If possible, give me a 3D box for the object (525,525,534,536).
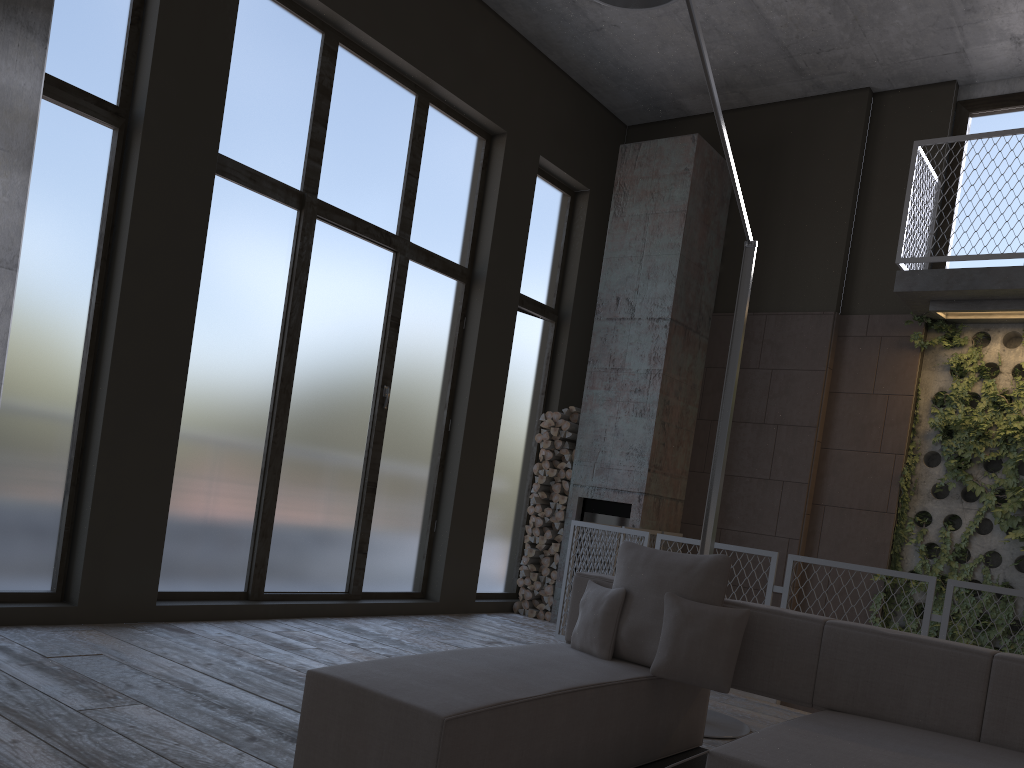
[{"bbox_3d":[0.263,1.469,8.701,0.088,0.108,0.370,7,-6,37],"label":"object"}]

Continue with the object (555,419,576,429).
[{"bbox_3d":[0.567,0.412,8.528,0.103,0.083,0.368,5,-7,37],"label":"object"}]

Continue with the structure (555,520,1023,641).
[{"bbox_3d":[2.717,1.791,6.294,4.394,0.931,1.955,3,-8,37],"label":"structure"}]

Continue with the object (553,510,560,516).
[{"bbox_3d":[0.549,1.270,8.563,0.066,0.071,0.429,6,-7,37],"label":"object"}]

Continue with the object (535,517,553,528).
[{"bbox_3d":[0.349,1.364,8.605,0.097,0.106,0.298,6,-6,38],"label":"object"}]

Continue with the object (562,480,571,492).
[{"bbox_3d":[0.612,1.006,8.478,0.088,0.108,0.370,7,-6,37],"label":"object"}]

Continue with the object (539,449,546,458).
[{"bbox_3d":[0.396,0.708,8.684,0.100,0.102,0.297,6,-7,39],"label":"object"}]

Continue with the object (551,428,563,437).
[{"bbox_3d":[0.545,0.503,8.580,0.093,0.083,0.487,6,-7,37],"label":"object"}]

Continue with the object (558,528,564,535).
[{"bbox_3d":[0.584,1.433,8.502,0.066,0.084,0.431,7,-7,35],"label":"object"}]

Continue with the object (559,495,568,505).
[{"bbox_3d":[0.624,1.144,8.500,0.093,0.083,0.487,6,-7,37],"label":"object"}]

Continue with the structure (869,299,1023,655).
[{"bbox_3d":[4.126,1.041,6.608,2.603,3.814,1.016,7,0,37],"label":"structure"}]

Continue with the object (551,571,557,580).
[{"bbox_3d":[0.534,1.862,8.522,0.091,0.092,0.444,6,-7,37],"label":"object"}]

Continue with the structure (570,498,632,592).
[{"bbox_3d":[0.852,1.547,8.142,0.570,0.926,0.057,7,0,37],"label":"structure"}]

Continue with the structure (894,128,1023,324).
[{"bbox_3d":[4.005,0.283,5.348,3.651,4.306,3.075,6,-3,38],"label":"structure"}]

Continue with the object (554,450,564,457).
[{"bbox_3d":[0.534,0.690,8.597,0.064,0.074,0.365,6,-7,36],"label":"object"}]

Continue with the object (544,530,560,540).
[{"bbox_3d":[0.485,1.481,8.552,0.090,0.089,0.462,6,-7,38],"label":"object"}]

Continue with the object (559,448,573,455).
[{"bbox_3d":[0.614,0.680,8.532,0.121,0.067,0.369,4,-8,38],"label":"object"}]

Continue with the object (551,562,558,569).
[{"bbox_3d":[0.520,1.766,8.529,0.071,0.072,0.429,6,-7,37],"label":"object"}]

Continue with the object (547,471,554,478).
[{"bbox_3d":[0.505,0.898,8.589,0.114,0.079,0.441,5,-8,37],"label":"object"}]

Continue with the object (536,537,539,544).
[{"bbox_3d":[0.375,1.554,8.655,0.066,0.067,0.429,6,-7,37],"label":"object"}]

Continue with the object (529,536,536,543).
[{"bbox_3d":[0.311,1.550,8.703,0.067,0.067,0.429,6,-7,37],"label":"object"}]

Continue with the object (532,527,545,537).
[{"bbox_3d":[0.361,1.475,8.681,0.091,0.093,0.444,6,-7,37],"label":"object"}]

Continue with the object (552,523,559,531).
[{"bbox_3d":[0.515,1.419,8.645,0.103,0.102,0.296,6,-7,37],"label":"object"}]

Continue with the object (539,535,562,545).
[{"bbox_3d":[0.435,1.547,8.607,0.093,0.083,0.487,6,-7,37],"label":"object"}]

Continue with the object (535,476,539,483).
[{"bbox_3d":[0.368,0.971,8.659,0.066,0.067,0.429,6,-7,37],"label":"object"}]

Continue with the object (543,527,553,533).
[{"bbox_3d":[0.440,1.468,8.654,0.100,0.086,0.368,5,-7,37],"label":"object"}]

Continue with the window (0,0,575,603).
[{"bbox_3d":[-2.370,-0.751,5.200,0.207,4.153,9.343,9,-4,36],"label":"window"}]

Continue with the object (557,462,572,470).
[{"bbox_3d":[0.607,0.831,8.572,0.114,0.079,0.441,5,-8,37],"label":"object"}]

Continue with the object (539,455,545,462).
[{"bbox_3d":[0.354,0.741,8.607,0.045,0.072,0.255,7,-6,37],"label":"object"}]

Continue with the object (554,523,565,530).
[{"bbox_3d":[0.545,1.400,8.534,0.066,0.084,0.431,7,-7,35],"label":"object"}]

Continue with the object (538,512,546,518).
[{"bbox_3d":[0.382,1.295,8.625,0.088,0.056,0.337,5,-8,37],"label":"object"}]

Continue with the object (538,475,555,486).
[{"bbox_3d":[0.428,0.963,8.611,0.093,0.083,0.487,6,-7,37],"label":"object"}]

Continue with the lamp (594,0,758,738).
[{"bbox_3d":[0.830,0.047,4.121,0.749,3.416,2.659,9,-2,26],"label":"lamp"}]

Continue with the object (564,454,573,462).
[{"bbox_3d":[0.640,0.749,8.521,0.066,0.084,0.431,7,-7,35],"label":"object"}]

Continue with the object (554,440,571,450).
[{"bbox_3d":[0.569,0.621,8.569,0.090,0.089,0.462,6,-7,36],"label":"object"}]

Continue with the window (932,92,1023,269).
[{"bbox_3d":[5.098,-1.460,6.440,3.538,1.745,0.111,4,-2,37],"label":"window"}]

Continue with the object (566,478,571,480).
[{"bbox_3d":[0.651,0.896,8.475,0.100,0.102,0.297,6,-7,39],"label":"object"}]

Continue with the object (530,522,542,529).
[{"bbox_3d":[0.259,1.392,8.620,0.045,0.072,0.255,7,-6,37],"label":"object"}]

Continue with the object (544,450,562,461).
[{"bbox_3d":[0.443,0.713,8.592,0.097,0.106,0.298,6,-6,38],"label":"object"}]

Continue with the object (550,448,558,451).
[{"bbox_3d":[0.477,0.644,8.612,0.088,0.056,0.337,5,-8,37],"label":"object"}]

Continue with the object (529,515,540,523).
[{"bbox_3d":[0.302,1.359,8.697,0.100,0.102,0.297,6,-7,39],"label":"object"}]

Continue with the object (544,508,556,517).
[{"bbox_3d":[0.474,1.272,8.582,0.090,0.089,0.462,6,-7,36],"label":"object"}]

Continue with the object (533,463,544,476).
[{"bbox_3d":[0.337,0.862,8.699,0.063,0.125,0.369,8,-5,36],"label":"object"}]

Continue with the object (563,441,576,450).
[{"bbox_3d":[0.643,0.620,8.550,0.066,0.071,0.429,6,-7,37],"label":"object"}]

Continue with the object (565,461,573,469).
[{"bbox_3d":[0.660,0.806,8.510,0.071,0.072,0.429,6,-7,37],"label":"object"}]

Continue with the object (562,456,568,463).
[{"bbox_3d":[0.609,0.768,8.632,0.103,0.102,0.296,6,-7,37],"label":"object"}]

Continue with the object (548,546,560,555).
[{"bbox_3d":[0.519,1.628,8.561,0.090,0.089,0.462,6,-7,37],"label":"object"}]

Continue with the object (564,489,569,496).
[{"bbox_3d":[0.629,1.065,8.547,0.100,0.086,0.368,5,-7,37],"label":"object"}]
